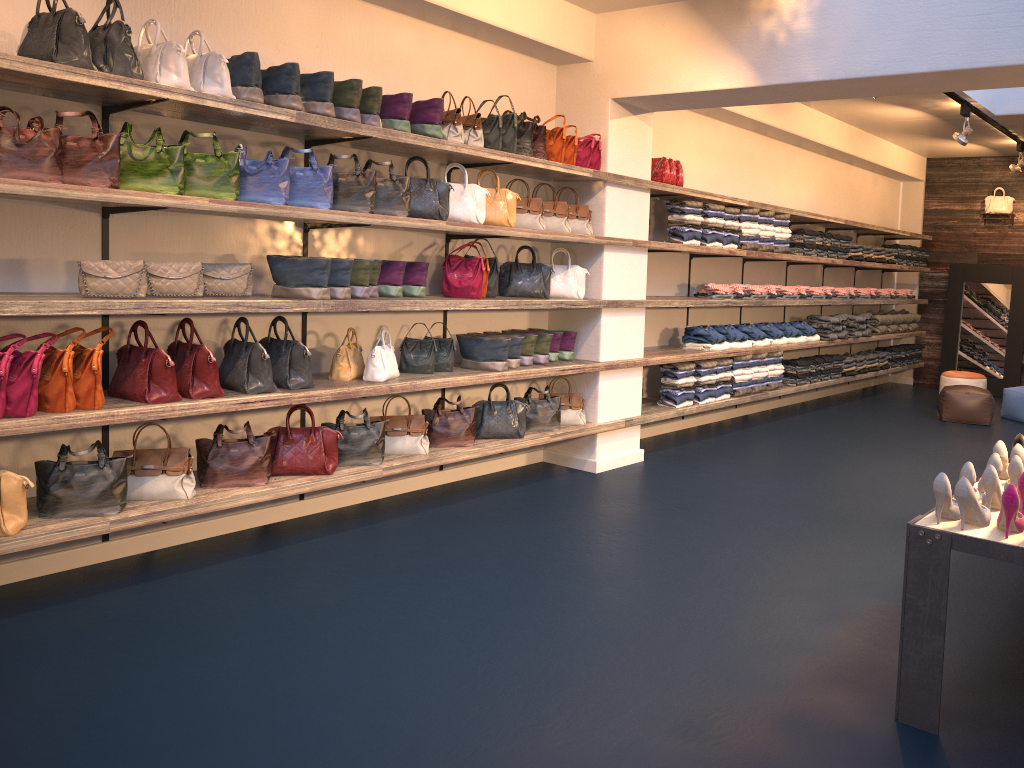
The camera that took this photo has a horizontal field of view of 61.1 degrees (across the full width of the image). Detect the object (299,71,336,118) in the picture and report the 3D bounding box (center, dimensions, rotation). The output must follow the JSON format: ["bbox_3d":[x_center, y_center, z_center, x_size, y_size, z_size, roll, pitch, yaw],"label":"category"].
[{"bbox_3d":[-1.092,-1.533,4.619,0.389,0.230,0.192,7,7,31],"label":"object"}]

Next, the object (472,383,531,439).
[{"bbox_3d":[-0.082,0.180,6.023,0.448,0.384,0.183,1,5,-19],"label":"object"}]

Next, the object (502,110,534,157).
[{"bbox_3d":[0.000,-1.726,5.993,0.301,0.336,0.279,2,6,-9],"label":"object"}]

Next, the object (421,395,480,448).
[{"bbox_3d":[-0.399,0.241,5.669,0.393,0.337,0.208,1,5,-15],"label":"object"}]

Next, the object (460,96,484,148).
[{"bbox_3d":[-0.306,-1.674,5.552,0.179,0.333,0.325,-1,7,-39],"label":"object"}]

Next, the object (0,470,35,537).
[{"bbox_3d":[-2.199,0.421,3.546,0.445,0.384,0.185,1,5,-16],"label":"object"}]

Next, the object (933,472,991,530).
[{"bbox_3d":[1.654,0.417,3.203,0.186,0.194,0.263,9,9,44],"label":"object"}]

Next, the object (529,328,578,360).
[{"bbox_3d":[0.313,-0.305,6.750,0.397,0.234,0.187,5,6,19],"label":"object"}]

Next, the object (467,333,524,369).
[{"bbox_3d":[-0.114,-0.232,6.061,0.407,0.230,0.183,4,6,9],"label":"object"}]

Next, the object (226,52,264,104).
[{"bbox_3d":[-1.347,-1.509,4.319,0.197,0.243,0.314,-1,7,-30],"label":"object"}]

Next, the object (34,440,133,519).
[{"bbox_3d":[-1.912,0.420,3.863,0.390,0.337,0.210,1,5,-12],"label":"object"}]

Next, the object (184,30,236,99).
[{"bbox_3d":[-1.498,-1.537,4.193,0.394,0.329,0.208,7,7,34],"label":"object"}]

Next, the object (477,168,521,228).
[{"bbox_3d":[-0.152,-1.245,5.804,0.445,0.384,0.185,1,5,-16],"label":"object"}]

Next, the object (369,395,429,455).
[{"bbox_3d":[-0.708,0.252,5.392,0.397,0.365,0.173,1,5,-12],"label":"object"}]

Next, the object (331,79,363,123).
[{"bbox_3d":[-0.978,-1.549,4.788,0.387,0.234,0.192,8,7,33],"label":"object"}]

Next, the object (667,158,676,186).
[{"bbox_3d":[1.234,-1.799,7.364,0.294,0.243,0.154,8,8,40],"label":"object"}]

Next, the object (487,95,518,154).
[{"bbox_3d":[-0.083,-1.731,5.809,0.272,0.408,0.147,6,6,35],"label":"object"}]

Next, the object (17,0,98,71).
[{"bbox_3d":[-1.927,-1.514,3.683,0.395,0.384,0.208,7,6,32],"label":"object"}]

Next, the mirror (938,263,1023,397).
[{"bbox_3d":[6.992,-0.806,12.873,1.068,1.908,0.290,6,6,38],"label":"mirror"}]

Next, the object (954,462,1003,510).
[{"bbox_3d":[1.855,0.394,3.439,0.188,0.194,0.260,6,7,31],"label":"object"}]

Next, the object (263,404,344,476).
[{"bbox_3d":[-1.150,0.301,4.778,0.445,0.384,0.185,1,5,-16],"label":"object"}]

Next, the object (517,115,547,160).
[{"bbox_3d":[0.119,-1.745,6.164,0.236,0.337,0.346,-2,8,-44],"label":"object"}]

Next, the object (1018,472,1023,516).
[{"bbox_3d":[2.025,0.419,3.323,0.186,0.194,0.263,8,8,39],"label":"object"}]

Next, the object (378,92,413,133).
[{"bbox_3d":[-0.742,-1.582,5.108,0.387,0.234,0.192,8,7,33],"label":"object"}]

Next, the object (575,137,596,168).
[{"bbox_3d":[0.493,-1.728,6.483,0.310,0.282,0.251,1,6,-15],"label":"object"}]

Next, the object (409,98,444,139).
[{"bbox_3d":[-0.557,-1.591,5.240,0.385,0.234,0.193,9,8,41],"label":"object"}]

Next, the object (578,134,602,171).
[{"bbox_3d":[0.557,-1.757,6.574,0.248,0.309,0.219,3,5,0],"label":"object"}]

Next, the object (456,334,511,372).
[{"bbox_3d":[-0.193,-0.211,5.884,0.397,0.230,0.188,5,6,19],"label":"object"}]

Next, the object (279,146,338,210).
[{"bbox_3d":[-1.135,-1.105,4.652,0.393,0.337,0.208,1,5,-15],"label":"object"}]

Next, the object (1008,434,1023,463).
[{"bbox_3d":[2.469,0.327,4.137,0.187,0.194,0.262,7,8,35],"label":"object"}]

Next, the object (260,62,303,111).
[{"bbox_3d":[-1.213,-1.520,4.476,0.385,0.230,0.193,9,8,40],"label":"object"}]

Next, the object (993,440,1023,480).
[{"bbox_3d":[2.271,0.348,3.917,0.263,0.194,0.186,-3,8,-42],"label":"object"}]

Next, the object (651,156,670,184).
[{"bbox_3d":[1.166,-1.791,7.283,0.294,0.243,0.154,8,7,36],"label":"object"}]

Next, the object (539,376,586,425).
[{"bbox_3d":[0.378,0.127,6.670,0.397,0.365,0.173,1,5,-12],"label":"object"}]

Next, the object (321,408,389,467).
[{"bbox_3d":[-0.911,0.305,5.039,0.390,0.337,0.210,1,5,-12],"label":"object"}]

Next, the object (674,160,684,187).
[{"bbox_3d":[1.310,-1.807,7.448,0.296,0.243,0.153,7,7,32],"label":"object"}]

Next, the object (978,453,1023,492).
[{"bbox_3d":[2.070,0.375,3.653,0.189,0.194,0.258,6,7,26],"label":"object"}]

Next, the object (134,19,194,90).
[{"bbox_3d":[-1.641,-1.520,4.023,0.396,0.329,0.207,7,6,31],"label":"object"}]

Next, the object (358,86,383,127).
[{"bbox_3d":[-0.888,-1.572,4.981,0.385,0.234,0.193,8,8,38],"label":"object"}]

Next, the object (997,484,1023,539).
[{"bbox_3d":[1.826,0.443,3.085,0.186,0.194,0.262,7,8,36],"label":"object"}]

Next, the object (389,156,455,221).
[{"bbox_3d":[-0.568,-1.197,5.311,0.445,0.384,0.185,1,5,-16],"label":"object"}]

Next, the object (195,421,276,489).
[{"bbox_3d":[-1.422,0.359,4.466,0.393,0.337,0.208,1,5,-15],"label":"object"}]

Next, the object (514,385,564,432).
[{"bbox_3d":[0.201,0.178,6.347,0.390,0.337,0.210,1,5,-12],"label":"object"}]

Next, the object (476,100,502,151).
[{"bbox_3d":[-0.182,-1.691,5.695,0.272,0.350,0.147,6,6,35],"label":"object"}]

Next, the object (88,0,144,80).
[{"bbox_3d":[-1.802,-1.531,3.855,0.393,0.384,0.209,8,7,39],"label":"object"}]

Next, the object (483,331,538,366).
[{"bbox_3d":[-0.017,-0.250,6.240,0.404,0.234,0.184,4,6,12],"label":"object"}]

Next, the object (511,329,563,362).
[{"bbox_3d":[0.184,-0.288,6.585,0.404,0.234,0.184,4,6,12],"label":"object"}]

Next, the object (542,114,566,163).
[{"bbox_3d":[0.263,-1.764,6.249,0.256,0.383,0.226,2,5,-3],"label":"object"}]

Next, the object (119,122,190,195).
[{"bbox_3d":[-1.694,-1.032,3.990,0.392,0.321,0.190,1,5,-14],"label":"object"}]

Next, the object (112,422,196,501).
[{"bbox_3d":[-1.735,0.369,4.186,0.397,0.365,0.173,1,5,-12],"label":"object"}]

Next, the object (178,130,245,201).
[{"bbox_3d":[-1.508,-1.062,4.215,0.393,0.337,0.208,1,5,-15],"label":"object"}]

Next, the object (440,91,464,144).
[{"bbox_3d":[-0.423,-1.661,5.415,0.179,0.333,0.325,-1,7,-39],"label":"object"}]

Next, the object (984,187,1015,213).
[{"bbox_3d":[7.124,-2.677,12.681,0.400,0.384,0.205,6,6,25],"label":"object"}]

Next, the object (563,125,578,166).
[{"bbox_3d":[0.355,-1.749,6.361,0.256,0.329,0.226,2,5,-3],"label":"object"}]

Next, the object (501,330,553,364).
[{"bbox_3d":[0.106,-0.267,6.406,0.399,0.234,0.187,5,6,16],"label":"object"}]
